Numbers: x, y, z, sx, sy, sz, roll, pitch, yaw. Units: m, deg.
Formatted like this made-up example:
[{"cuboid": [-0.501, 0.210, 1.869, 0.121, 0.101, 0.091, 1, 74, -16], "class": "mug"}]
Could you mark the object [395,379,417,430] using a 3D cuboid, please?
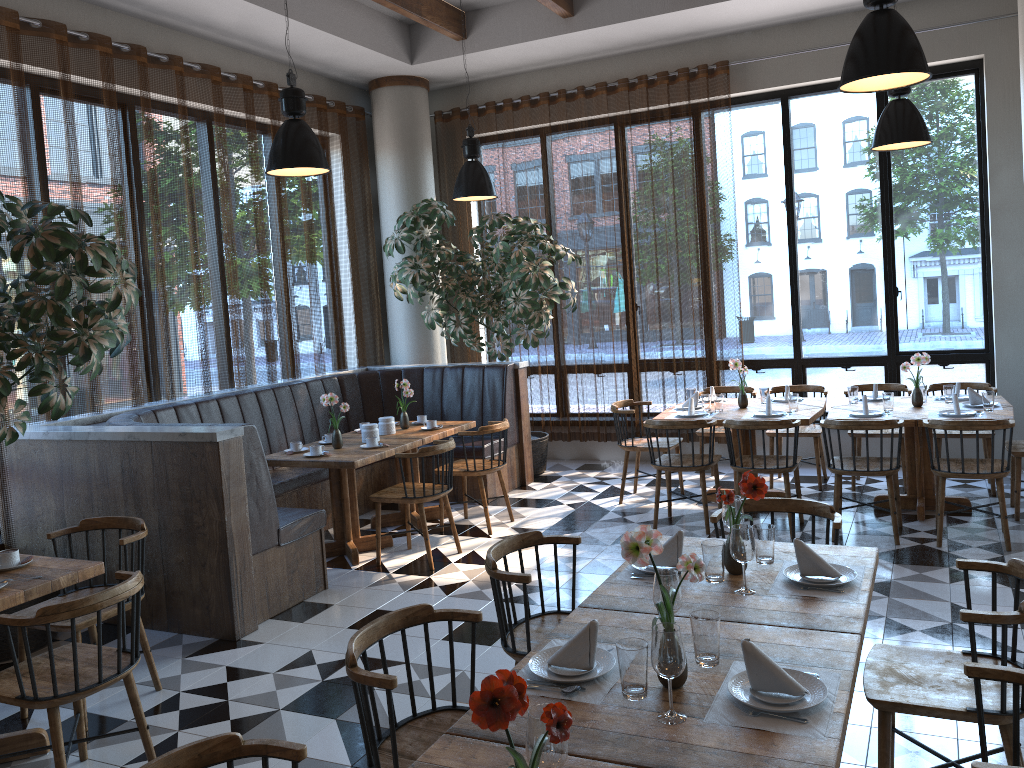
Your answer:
[{"cuboid": [-0.858, 0.160, 7.119, 0.206, 0.399, 0.147, -2, 4, 31], "class": "object"}]

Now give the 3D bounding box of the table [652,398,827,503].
[{"cuboid": [1.850, 0.569, 7.031, 1.213, 0.762, 1.220, -1, 6, 29], "class": "table"}]

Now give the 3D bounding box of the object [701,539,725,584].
[{"cuboid": [0.681, 0.600, 2.986, 0.080, 0.132, 0.080, -6, 4, -29], "class": "object"}]

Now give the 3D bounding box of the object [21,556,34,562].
[{"cuboid": [-2.093, 0.758, 3.825, 0.052, 0.023, 0.050, -2, 6, 24], "class": "object"}]

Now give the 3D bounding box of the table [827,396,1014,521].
[{"cuboid": [2.986, 0.545, 6.486, 1.213, 0.762, 1.220, -1, 6, 29], "class": "table"}]

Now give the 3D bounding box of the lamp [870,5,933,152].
[{"cuboid": [2.570, -2.533, 5.943, 0.390, 1.860, 0.391, -4, 3, 3], "class": "lamp"}]

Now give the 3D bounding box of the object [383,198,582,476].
[{"cuboid": [-0.270, -0.448, 8.517, 1.755, 2.774, 1.483, -5, 4, -16], "class": "object"}]

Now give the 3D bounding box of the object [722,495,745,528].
[{"cuboid": [0.816, 0.522, 3.259, 0.081, 0.215, 0.081, -5, 4, -11], "class": "object"}]

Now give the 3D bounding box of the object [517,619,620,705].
[{"cuboid": [0.161, 0.694, 2.367, 0.271, 0.137, 0.353, -1, 6, 26], "class": "object"}]

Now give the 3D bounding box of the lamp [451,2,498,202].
[{"cuboid": [-0.374, -2.473, 7.356, 0.390, 1.860, 0.391, -1, 4, 38], "class": "lamp"}]

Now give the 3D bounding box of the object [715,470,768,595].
[{"cuboid": [0.761, 0.484, 2.969, 0.166, 0.354, 0.296, -2, 5, 31], "class": "object"}]

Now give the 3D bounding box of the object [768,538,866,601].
[{"cuboid": [1.012, 0.580, 2.932, 0.271, 0.137, 0.353, -1, 6, 26], "class": "object"}]

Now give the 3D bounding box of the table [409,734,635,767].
[{"cuboid": [0.067, 1.236, 1.522, 0.850, 0.762, 0.853, -2, 5, 26], "class": "table"}]

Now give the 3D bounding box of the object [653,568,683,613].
[{"cuboid": [0.434, 0.627, 2.459, 0.081, 0.215, 0.081, -5, 4, -11], "class": "object"}]

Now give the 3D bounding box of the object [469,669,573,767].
[{"cuboid": [0.015, 0.677, 1.530, 0.156, 0.354, 0.171, -6, 4, -27], "class": "object"}]

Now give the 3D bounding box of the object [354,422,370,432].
[{"cuboid": [-1.183, 0.348, 7.123, 0.176, 0.066, 0.176, -6, 6, -19], "class": "object"}]

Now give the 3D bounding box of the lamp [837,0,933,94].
[{"cuboid": [1.592, -2.263, 3.888, 0.390, 1.860, 0.391, -3, 3, 13], "class": "lamp"}]

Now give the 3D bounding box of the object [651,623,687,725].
[{"cuboid": [0.365, 0.671, 2.059, 0.081, 0.215, 0.081, -3, 4, 17], "class": "object"}]

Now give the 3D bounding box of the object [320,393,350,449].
[{"cuboid": [-1.263, 0.262, 6.363, 0.207, 0.399, 0.146, -4, 4, -7], "class": "object"}]

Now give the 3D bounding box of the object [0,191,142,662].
[{"cuboid": [-2.796, 0.115, 4.571, 1.480, 2.774, 1.759, -3, 4, 7], "class": "object"}]

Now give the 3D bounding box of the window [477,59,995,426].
[{"cuboid": [1.896, -1.178, 8.726, 4.963, 3.159, 0.366, -2, 4, 26], "class": "window"}]

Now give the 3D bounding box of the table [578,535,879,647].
[{"cuboid": [0.799, 1.034, 3.058, 0.850, 0.762, 0.853, -2, 5, 26], "class": "table"}]

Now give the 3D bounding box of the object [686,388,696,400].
[{"cuboid": [1.497, 0.107, 7.397, 0.080, 0.132, 0.080, -3, 4, 11], "class": "object"}]

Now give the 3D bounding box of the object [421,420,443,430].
[{"cuboid": [-0.635, 0.324, 6.998, 0.175, 0.066, 0.176, -3, 5, 9], "class": "object"}]

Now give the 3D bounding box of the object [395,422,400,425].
[{"cuboid": [-0.947, 0.328, 7.347, 0.050, 0.023, 0.052, -8, 7, -41], "class": "object"}]

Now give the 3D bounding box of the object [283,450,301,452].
[{"cuboid": [-1.568, 0.479, 6.270, 0.156, 0.012, 0.034, -4, 5, -3], "class": "object"}]

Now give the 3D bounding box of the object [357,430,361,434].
[{"cuboid": [-1.204, 0.380, 7.027, 0.053, 0.025, 0.049, -4, 5, 3], "class": "object"}]

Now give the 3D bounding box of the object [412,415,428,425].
[{"cuboid": [-0.746, 0.297, 7.343, 0.175, 0.066, 0.176, -2, 6, 16], "class": "object"}]

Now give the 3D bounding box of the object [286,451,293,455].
[{"cuboid": [-1.562, 0.483, 6.231, 0.053, 0.025, 0.049, -4, 5, 3], "class": "object"}]

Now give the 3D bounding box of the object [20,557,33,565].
[{"cuboid": [-2.078, 0.757, 3.794, 0.052, 0.023, 0.050, -2, 6, 24], "class": "object"}]

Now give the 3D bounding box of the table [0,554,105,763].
[{"cuboid": [-2.268, 1.191, 3.578, 0.850, 0.762, 0.853, -2, 5, 26], "class": "table"}]

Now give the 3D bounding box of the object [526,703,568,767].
[{"cuboid": [0.069, 0.728, 1.691, 0.081, 0.215, 0.081, -3, 4, 17], "class": "object"}]

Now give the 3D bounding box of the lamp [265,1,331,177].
[{"cuboid": [-1.353, -2.203, 5.301, 0.390, 1.860, 0.391, -2, 4, 28], "class": "lamp"}]

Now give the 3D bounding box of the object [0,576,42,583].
[{"cuboid": [-1.961, 0.778, 3.537, 0.155, 0.023, 0.034, -8, 7, -39], "class": "object"}]

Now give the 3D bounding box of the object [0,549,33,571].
[{"cuboid": [-2.144, 0.746, 3.777, 0.175, 0.066, 0.176, -3, 5, 11], "class": "object"}]

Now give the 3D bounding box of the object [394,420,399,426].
[{"cuboid": [-1.014, 0.314, 7.358, 0.175, 0.066, 0.176, 0, 7, 39], "class": "object"}]

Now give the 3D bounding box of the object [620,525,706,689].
[{"cuboid": [0.387, 0.558, 2.247, 0.207, 0.399, 0.146, -5, 4, -15], "class": "object"}]

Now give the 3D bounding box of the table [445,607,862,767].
[{"cuboid": [0.433, 1.135, 2.290, 0.850, 0.762, 0.853, -2, 5, 26], "class": "table"}]

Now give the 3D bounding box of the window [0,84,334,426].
[{"cuboid": [3.613, -1.099, 6.746, 15.126, 3.158, 4.507, -4, 5, 2], "class": "window"}]

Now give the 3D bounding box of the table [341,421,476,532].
[{"cuboid": [-0.838, 0.741, 7.129, 0.850, 0.762, 0.853, -2, 5, 26], "class": "table"}]

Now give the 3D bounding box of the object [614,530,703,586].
[{"cuboid": [0.543, 0.589, 3.167, 0.271, 0.137, 0.353, -1, 6, 26], "class": "object"}]

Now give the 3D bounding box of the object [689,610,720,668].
[{"cuboid": [0.514, 0.675, 2.342, 0.080, 0.132, 0.080, -7, 5, -34], "class": "object"}]

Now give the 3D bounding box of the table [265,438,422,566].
[{"cuboid": [-1.203, 0.842, 6.361, 0.850, 0.762, 0.853, -2, 5, 26], "class": "table"}]

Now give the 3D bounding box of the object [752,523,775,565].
[{"cuboid": [0.895, 0.570, 3.143, 0.080, 0.132, 0.080, -7, 5, -34], "class": "object"}]

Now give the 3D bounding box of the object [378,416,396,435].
[{"cuboid": [-0.975, 0.325, 6.903, 0.130, 0.128, 0.130, -6, 5, -20], "class": "object"}]

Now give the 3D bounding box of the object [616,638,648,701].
[{"cuboid": [0.300, 0.705, 2.185, 0.080, 0.132, 0.080, -1, 5, 41], "class": "object"}]

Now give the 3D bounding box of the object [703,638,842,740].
[{"cuboid": [0.631, 0.685, 2.132, 0.271, 0.137, 0.353, -1, 6, 26], "class": "object"}]

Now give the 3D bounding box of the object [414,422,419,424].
[{"cuboid": [-0.787, 0.322, 7.292, 0.052, 0.023, 0.050, -5, 5, -13], "class": "object"}]

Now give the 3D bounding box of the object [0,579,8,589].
[{"cuboid": [-2.066, 0.773, 3.452, 0.175, 0.066, 0.176, 1, 7, 41], "class": "object"}]

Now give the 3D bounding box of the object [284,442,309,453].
[{"cuboid": [-1.541, 0.451, 6.326, 0.176, 0.066, 0.176, -6, 6, -19], "class": "object"}]

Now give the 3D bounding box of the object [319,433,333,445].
[{"cuboid": [-1.360, 0.409, 6.632, 0.175, 0.066, 0.176, 0, 7, 36], "class": "object"}]

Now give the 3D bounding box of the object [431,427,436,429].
[{"cuboid": [-0.614, 0.346, 6.934, 0.050, 0.023, 0.052, -2, 6, 21], "class": "object"}]
